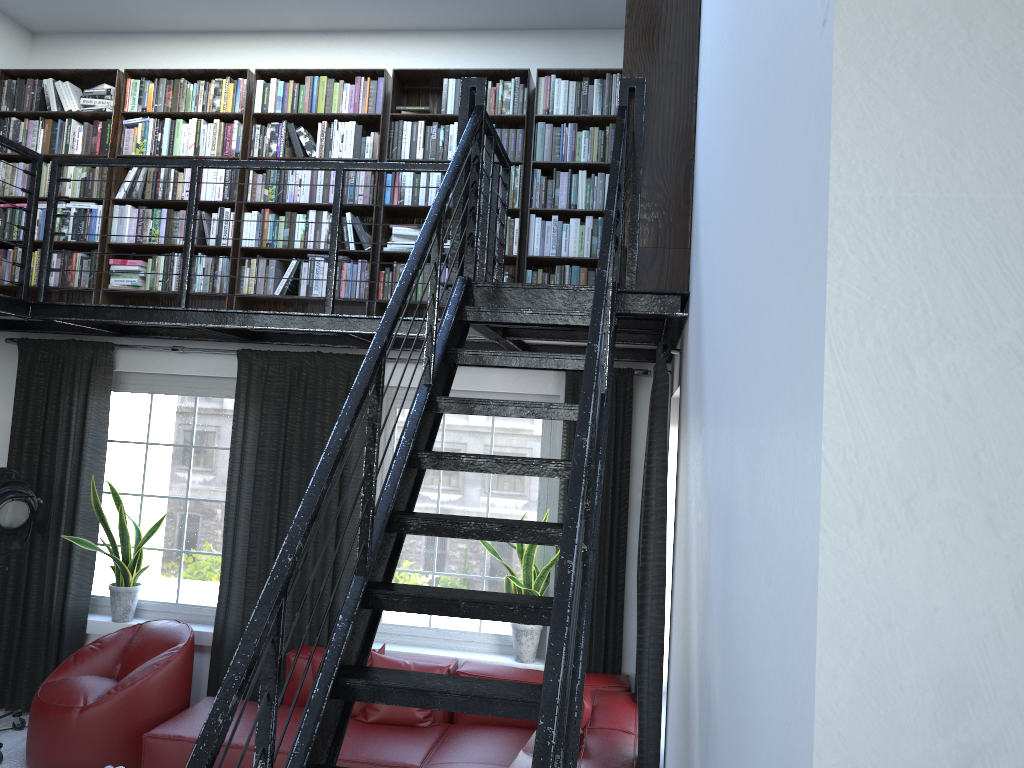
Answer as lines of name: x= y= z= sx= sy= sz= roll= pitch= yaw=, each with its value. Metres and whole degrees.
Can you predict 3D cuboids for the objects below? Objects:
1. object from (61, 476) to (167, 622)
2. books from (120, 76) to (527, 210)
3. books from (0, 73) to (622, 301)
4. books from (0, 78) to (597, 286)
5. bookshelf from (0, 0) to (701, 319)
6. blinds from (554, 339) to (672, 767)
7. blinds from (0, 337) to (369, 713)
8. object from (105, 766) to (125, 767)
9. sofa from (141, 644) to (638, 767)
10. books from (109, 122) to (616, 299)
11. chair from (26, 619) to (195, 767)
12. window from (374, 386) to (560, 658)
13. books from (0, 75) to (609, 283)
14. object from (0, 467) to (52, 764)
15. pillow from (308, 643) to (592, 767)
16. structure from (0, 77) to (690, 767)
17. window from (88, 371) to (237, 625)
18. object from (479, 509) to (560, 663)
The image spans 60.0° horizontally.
object: x=-2.607 y=1.032 z=5.601 sx=0.553 sy=0.943 sz=0.524 roll=2 pitch=-5 yaw=19
books: x=-1.212 y=-1.518 z=5.622 sx=2.637 sy=0.830 sz=0.212 roll=3 pitch=-5 yaw=9
books: x=-1.313 y=-1.269 z=5.109 sx=4.437 sy=1.433 sz=1.281 roll=3 pitch=-4 yaw=10
books: x=-1.229 y=-1.223 z=5.581 sx=4.443 sy=1.401 sz=0.241 roll=3 pitch=-5 yaw=9
bookshelf: x=-1.423 y=-1.244 z=4.231 sx=4.477 sy=1.621 sz=3.079 roll=3 pitch=-4 yaw=9
blinds: x=0.645 y=1.042 z=4.459 sx=0.527 sy=2.387 sz=1.745 roll=4 pitch=-5 yaw=-9
blinds: x=-2.129 y=0.935 z=5.584 sx=2.509 sy=2.393 sz=0.125 roll=3 pitch=-5 yaw=9
object: x=-1.569 y=1.682 z=3.577 sx=1.009 sy=0.295 sz=0.511 roll=3 pitch=-4 yaw=12
sofa: x=-0.731 y=1.814 z=3.650 sx=2.542 sy=0.658 sz=3.269 roll=3 pitch=-3 yaw=8
books: x=-0.866 y=-1.063 z=5.529 sx=3.392 sy=1.126 sz=0.239 roll=3 pitch=-5 yaw=9
chair: x=-2.261 y=1.755 z=5.028 sx=0.828 sy=0.713 sz=0.830 roll=6 pitch=-5 yaw=-30
window: x=-0.312 y=0.841 z=5.543 sx=1.167 sy=1.610 sz=0.132 roll=3 pitch=-5 yaw=9
books: x=-1.226 y=-1.234 z=5.586 sx=4.437 sy=1.416 sz=0.226 roll=3 pitch=-5 yaw=9
object: x=-1.890 y=1.350 z=5.259 sx=2.904 sy=1.583 sz=0.751 roll=4 pitch=-5 yaw=-7
pillow: x=-0.167 y=1.658 z=4.520 sx=0.981 sy=0.403 sz=1.956 roll=6 pitch=-4 yaw=-39
structure: x=-1.639 y=0.367 z=3.326 sx=4.490 sy=3.364 sz=4.600 roll=3 pitch=-4 yaw=9
window: x=-2.293 y=0.736 z=5.844 sx=1.167 sy=1.610 sz=0.132 roll=3 pitch=-5 yaw=9
object: x=0.023 y=1.171 z=5.178 sx=0.553 sy=0.943 sz=0.524 roll=4 pitch=-5 yaw=-3
